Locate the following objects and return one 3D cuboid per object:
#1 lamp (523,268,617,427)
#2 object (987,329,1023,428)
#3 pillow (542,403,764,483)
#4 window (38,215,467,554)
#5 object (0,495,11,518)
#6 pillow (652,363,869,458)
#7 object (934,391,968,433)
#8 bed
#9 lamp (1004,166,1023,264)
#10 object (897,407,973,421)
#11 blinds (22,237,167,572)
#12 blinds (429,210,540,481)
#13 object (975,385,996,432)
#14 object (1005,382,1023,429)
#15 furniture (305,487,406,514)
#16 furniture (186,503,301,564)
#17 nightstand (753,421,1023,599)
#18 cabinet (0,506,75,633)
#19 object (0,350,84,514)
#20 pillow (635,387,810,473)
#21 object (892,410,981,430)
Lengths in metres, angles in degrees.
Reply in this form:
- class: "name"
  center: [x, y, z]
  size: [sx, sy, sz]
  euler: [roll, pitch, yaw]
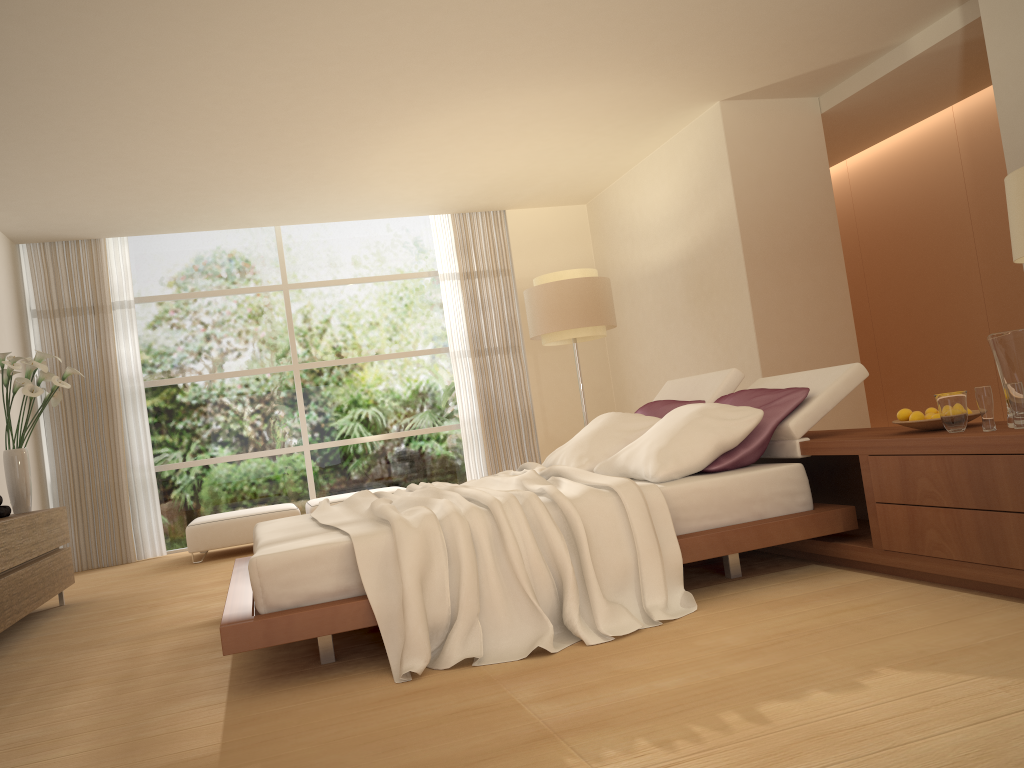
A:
- class: "lamp"
  center: [0.611, 0.042, 7.772]
  size: [0.817, 2.018, 0.817]
  euler: [-9, -3, 26]
- class: "object"
  center: [1.751, -0.023, 3.018]
  size: [0.227, 0.328, 0.159]
  euler: [-10, -3, 42]
- class: "pillow"
  center: [0.608, 0.304, 4.574]
  size: [0.561, 0.339, 1.720]
  euler: [-7, -3, -16]
- class: "window"
  center: [-2.247, -0.173, 9.206]
  size: [4.781, 3.371, 0.071]
  euler: [-7, -3, -16]
- class: "object"
  center: [-3.221, 0.601, 5.370]
  size: [0.282, 0.453, 0.181]
  euler: [-7, -3, -16]
- class: "pillow"
  center: [1.161, 0.146, 4.763]
  size: [0.461, 0.457, 1.779]
  euler: [-7, -3, -17]
- class: "object"
  center: [1.584, 0.102, 3.183]
  size: [0.110, 0.141, 0.110]
  euler: [-9, -3, 26]
- class: "bed"
  center: [-0.058, 0.715, 4.306]
  size: [2.535, 0.570, 2.599]
  euler: [-7, -3, -16]
- class: "lamp"
  center: [1.358, -1.543, 2.299]
  size: [0.451, 2.399, 0.451]
  euler: [-7, -3, -18]
- class: "object"
  center: [1.640, 0.124, 3.442]
  size: [0.259, 0.084, 0.230]
  euler: [-10, -3, 43]
- class: "blinds"
  center: [-3.986, 0.049, 8.421]
  size: [0.950, 3.352, 0.211]
  euler: [-7, -3, -18]
- class: "blinds"
  center: [-0.278, -0.432, 9.470]
  size: [0.814, 3.351, 0.202]
  euler: [-7, -3, -17]
- class: "object"
  center: [1.621, 0.084, 3.033]
  size: [0.052, 0.154, 0.052]
  euler: [-8, -3, 2]
- class: "object"
  center: [1.686, 0.072, 2.959]
  size: [0.052, 0.154, 0.052]
  euler: [-8, -3, 2]
- class: "furniture"
  center: [-1.419, 1.198, 8.316]
  size: [0.965, 0.346, 0.964]
  euler: [-7, -3, -16]
- class: "furniture"
  center: [-2.404, 1.325, 8.023]
  size: [0.965, 0.346, 0.964]
  euler: [-7, -3, -16]
- class: "nightstand"
  center: [1.277, 0.561, 4.758]
  size: [0.493, 0.539, 4.220]
  euler: [-7, -3, -16]
- class: "cabinet"
  center: [-2.803, 1.055, 4.248]
  size: [0.588, 0.662, 3.713]
  euler: [-7, -3, -16]
- class: "object"
  center: [-3.170, 0.296, 5.926]
  size: [0.608, 1.085, 0.515]
  euler: [-10, -3, 31]
- class: "pillow"
  center: [0.862, 0.257, 4.658]
  size: [0.575, 0.369, 1.683]
  euler: [-7, -3, -16]
- class: "object"
  center: [1.654, 0.149, 3.427]
  size: [0.337, 0.053, 0.337]
  euler: [-8, -3, -3]
